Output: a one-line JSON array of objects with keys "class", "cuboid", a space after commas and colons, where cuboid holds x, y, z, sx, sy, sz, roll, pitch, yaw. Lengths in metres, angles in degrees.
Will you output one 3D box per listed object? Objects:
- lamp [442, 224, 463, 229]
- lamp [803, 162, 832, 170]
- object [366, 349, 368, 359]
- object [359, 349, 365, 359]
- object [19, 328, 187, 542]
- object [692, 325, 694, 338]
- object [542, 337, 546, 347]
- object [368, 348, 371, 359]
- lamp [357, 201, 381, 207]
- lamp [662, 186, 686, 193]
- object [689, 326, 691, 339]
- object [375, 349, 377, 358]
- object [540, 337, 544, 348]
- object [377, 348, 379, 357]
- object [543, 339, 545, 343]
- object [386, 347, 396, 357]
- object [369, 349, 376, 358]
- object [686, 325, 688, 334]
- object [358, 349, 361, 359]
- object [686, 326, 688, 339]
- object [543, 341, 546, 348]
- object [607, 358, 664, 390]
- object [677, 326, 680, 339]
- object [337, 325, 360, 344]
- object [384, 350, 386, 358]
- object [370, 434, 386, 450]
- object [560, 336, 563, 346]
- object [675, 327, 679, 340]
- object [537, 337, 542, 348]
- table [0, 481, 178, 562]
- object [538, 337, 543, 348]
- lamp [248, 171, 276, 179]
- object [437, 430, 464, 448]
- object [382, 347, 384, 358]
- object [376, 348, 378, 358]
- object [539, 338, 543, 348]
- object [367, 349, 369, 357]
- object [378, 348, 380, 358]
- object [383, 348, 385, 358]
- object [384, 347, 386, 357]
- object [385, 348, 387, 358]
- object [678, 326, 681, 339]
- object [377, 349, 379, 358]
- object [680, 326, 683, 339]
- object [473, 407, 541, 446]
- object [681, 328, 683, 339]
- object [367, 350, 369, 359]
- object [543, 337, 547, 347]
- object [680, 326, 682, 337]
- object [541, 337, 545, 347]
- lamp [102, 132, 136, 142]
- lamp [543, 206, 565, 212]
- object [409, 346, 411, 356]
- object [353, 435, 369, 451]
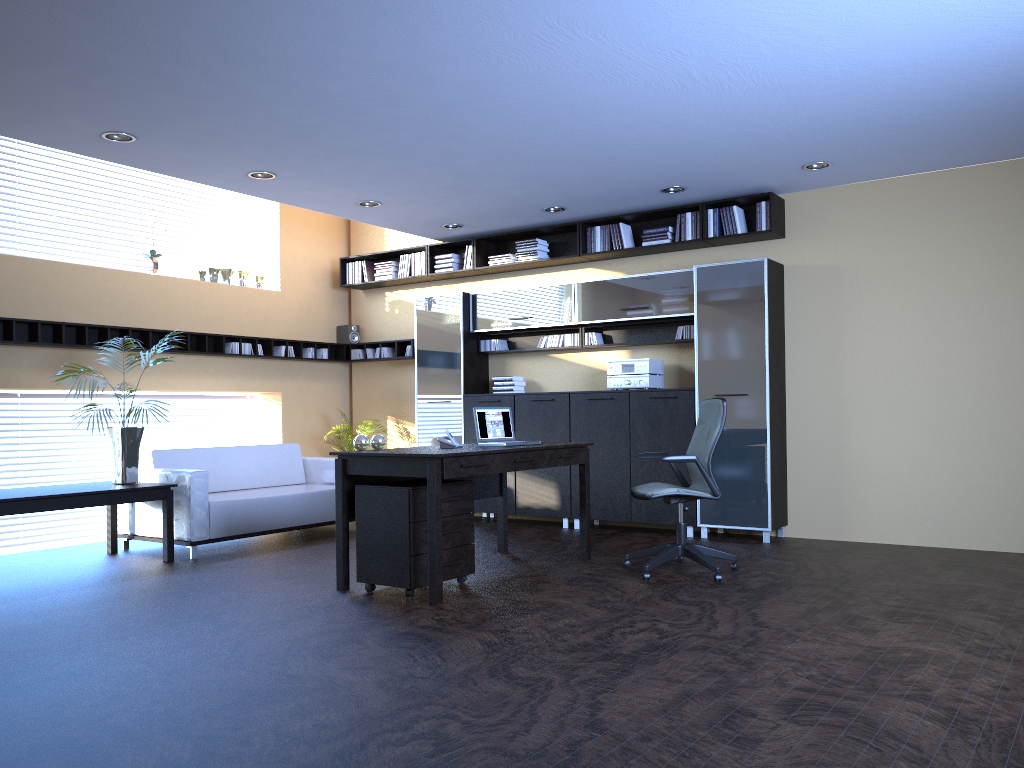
[{"class": "lamp", "cuboid": [-0.602, -1.638, 8.959, 0.208, 0.096, 0.209, 0, -2, -38]}, {"class": "lamp", "cuboid": [2.382, -1.745, 6.914, 0.208, 0.096, 0.209, 0, -2, -38]}, {"class": "object", "cuboid": [-1.660, -0.354, 10.456, 0.030, 0.120, 0.142, -1, -1, 34]}, {"class": "object", "cuboid": [-1.755, -0.350, 10.521, 0.040, 0.118, 0.142, -1, -1, 34]}, {"class": "object", "cuboid": [-3.458, 0.489, 7.515, 1.040, 1.859, 1.896, 0, -1, -36]}, {"class": "object", "cuboid": [1.689, -0.475, 8.147, 0.009, 0.120, 0.142, -1, -1, 35]}, {"class": "object", "cuboid": [0.364, -0.424, 9.070, 0.055, 0.110, 0.140, -1, -1, 34]}, {"class": "object", "cuboid": [-1.635, -0.355, 10.439, 0.030, 0.120, 0.142, -1, -1, 34]}, {"class": "lamp", "cuboid": [-1.284, -1.661, 7.963, 0.209, 0.096, 0.208, -1, -2, 16]}, {"class": "lamp", "cuboid": [1.387, -1.709, 7.596, 0.209, 0.096, 0.208, -2, -2, 28]}, {"class": "object", "cuboid": [1.666, -0.474, 8.167, 0.009, 0.120, 0.142, -1, -1, 34]}, {"class": "object", "cuboid": [-1.543, -0.358, 10.376, 0.040, 0.118, 0.142, -1, -1, 34]}, {"class": "object", "cuboid": [0.346, -0.423, 9.081, 0.059, 0.113, 0.142, -1, -1, 34]}, {"class": "object", "cuboid": [-1.522, -0.359, 10.361, 0.030, 0.120, 0.142, -1, -1, 34]}, {"class": "object", "cuboid": [0.364, -0.424, 9.071, 0.059, 0.113, 0.142, -1, -1, 34]}, {"class": "object", "cuboid": [-1.404, -0.362, 10.281, 0.040, 0.118, 0.142, -1, -1, 34]}, {"class": "object", "cuboid": [-1.622, -0.355, 10.430, 0.040, 0.118, 0.142, -1, -1, 34]}, {"class": "object", "cuboid": [1.640, -0.473, 8.182, 0.009, 0.124, 0.142, -1, -1, 35]}, {"class": "object", "cuboid": [-1.775, -0.351, 10.535, 0.009, 0.120, 0.142, -1, -1, 34]}, {"class": "object", "cuboid": [1.638, -0.473, 8.179, 0.009, 0.120, 0.142, -1, -1, 34]}, {"class": "object", "cuboid": [0.374, -0.424, 9.068, 0.059, 0.113, 0.142, -1, -1, 34]}, {"class": "object", "cuboid": [1.159, -0.084, 8.337, 0.430, 0.282, 0.363, -2, -2, 34]}, {"class": "object", "cuboid": [1.578, -0.470, 8.238, 0.030, 0.120, 0.142, -1, -1, 34]}, {"class": "object", "cuboid": [-1.968, -0.588, 10.677, 0.254, 0.229, 0.159, -2, -1, 44]}, {"class": "object", "cuboid": [-1.433, -0.362, 10.301, 0.030, 0.120, 0.142, -1, -1, 34]}, {"class": "object", "cuboid": [-0.900, 0.391, 5.951, 0.105, 0.105, 0.105, 0, -1, -37]}, {"class": "object", "cuboid": [0.538, -0.433, 8.946, 0.036, 0.116, 0.140, -1, -1, 34]}, {"class": "object", "cuboid": [1.566, -0.469, 8.246, 0.040, 0.118, 0.142, -1, -1, 34]}, {"class": "object", "cuboid": [0.318, -0.422, 9.094, 0.059, 0.113, 0.142, -1, -1, 34]}, {"class": "table", "cuboid": [-3.527, 1.084, 6.438, 0.898, 0.603, 1.895, -2, -2, 34]}, {"class": "object", "cuboid": [0.333, -0.423, 9.097, 0.059, 0.113, 0.142, -1, -1, 35]}, {"class": "lamp", "cuboid": [-1.966, -1.684, 6.968, 0.209, 0.096, 0.208, -1, -2, 4]}, {"class": "object", "cuboid": [-0.427, 0.379, 6.153, 0.146, 0.126, 0.130, -1, -1, 19]}, {"class": "object", "cuboid": [-1.459, -0.362, 10.319, 0.009, 0.120, 0.142, -1, -1, 34]}, {"class": "object", "cuboid": [-1.530, -0.359, 10.367, 0.030, 0.120, 0.142, -1, -1, 34]}, {"class": "object", "cuboid": [0.338, -0.423, 9.087, 0.059, 0.113, 0.142, -1, -1, 35]}, {"class": "object", "cuboid": [-1.643, -0.355, 10.445, 0.030, 0.120, 0.142, -1, -1, 34]}, {"class": "object", "cuboid": [-1.505, -0.360, 10.350, 0.030, 0.120, 0.142, -1, -1, 34]}, {"class": "object", "cuboid": [-1.442, -0.362, 10.307, 0.030, 0.120, 0.142, -1, -1, 34]}, {"class": "object", "cuboid": [-1.425, -0.363, 10.295, 0.030, 0.120, 0.142, -1, -1, 34]}, {"class": "object", "cuboid": [-1.416, -0.363, 10.289, 0.030, 0.120, 0.142, -1, -1, 34]}, {"class": "object", "cuboid": [1.587, -0.470, 8.232, 0.030, 0.120, 0.142, -1, -1, 34]}, {"class": "object", "cuboid": [-1.513, -0.360, 10.356, 0.030, 0.120, 0.142, -1, -1, 34]}, {"class": "object", "cuboid": [1.598, -0.471, 8.213, 0.026, 0.117, 0.140, -1, -1, 34]}, {"class": "object", "cuboid": [-0.035, 0.307, 6.506, 0.323, 0.283, 0.390, -2, -2, 44]}, {"class": "object", "cuboid": [1.603, -0.471, 8.219, 0.030, 0.120, 0.142, -1, -1, 34]}, {"class": "object", "cuboid": [-1.652, -0.355, 10.451, 0.030, 0.120, 0.142, -1, -1, 34]}, {"class": "object", "cuboid": [0.370, -0.424, 9.062, 0.055, 0.110, 0.140, -1, -1, 35]}, {"class": "object", "cuboid": [1.595, -0.471, 8.226, 0.030, 0.120, 0.142, -1, -1, 34]}, {"class": "object", "cuboid": [0.353, -0.423, 9.072, 0.055, 0.110, 0.140, -1, -1, 35]}, {"class": "lamp", "cuboid": [-2.648, -1.707, 5.972, 0.209, 0.096, 0.208, -1, -2, 4]}, {"class": "lamp", "cuboid": [0.392, -1.674, 8.277, 0.209, 0.096, 0.208, -2, -2, 28]}, {"class": "object", "cuboid": [-1.119, -0.374, 10.086, 0.030, 0.120, 0.142, -1, -1, 34]}, {"class": "object", "cuboid": [-1.003, 0.390, 5.890, 0.105, 0.105, 0.105, 0, -1, -37]}]
